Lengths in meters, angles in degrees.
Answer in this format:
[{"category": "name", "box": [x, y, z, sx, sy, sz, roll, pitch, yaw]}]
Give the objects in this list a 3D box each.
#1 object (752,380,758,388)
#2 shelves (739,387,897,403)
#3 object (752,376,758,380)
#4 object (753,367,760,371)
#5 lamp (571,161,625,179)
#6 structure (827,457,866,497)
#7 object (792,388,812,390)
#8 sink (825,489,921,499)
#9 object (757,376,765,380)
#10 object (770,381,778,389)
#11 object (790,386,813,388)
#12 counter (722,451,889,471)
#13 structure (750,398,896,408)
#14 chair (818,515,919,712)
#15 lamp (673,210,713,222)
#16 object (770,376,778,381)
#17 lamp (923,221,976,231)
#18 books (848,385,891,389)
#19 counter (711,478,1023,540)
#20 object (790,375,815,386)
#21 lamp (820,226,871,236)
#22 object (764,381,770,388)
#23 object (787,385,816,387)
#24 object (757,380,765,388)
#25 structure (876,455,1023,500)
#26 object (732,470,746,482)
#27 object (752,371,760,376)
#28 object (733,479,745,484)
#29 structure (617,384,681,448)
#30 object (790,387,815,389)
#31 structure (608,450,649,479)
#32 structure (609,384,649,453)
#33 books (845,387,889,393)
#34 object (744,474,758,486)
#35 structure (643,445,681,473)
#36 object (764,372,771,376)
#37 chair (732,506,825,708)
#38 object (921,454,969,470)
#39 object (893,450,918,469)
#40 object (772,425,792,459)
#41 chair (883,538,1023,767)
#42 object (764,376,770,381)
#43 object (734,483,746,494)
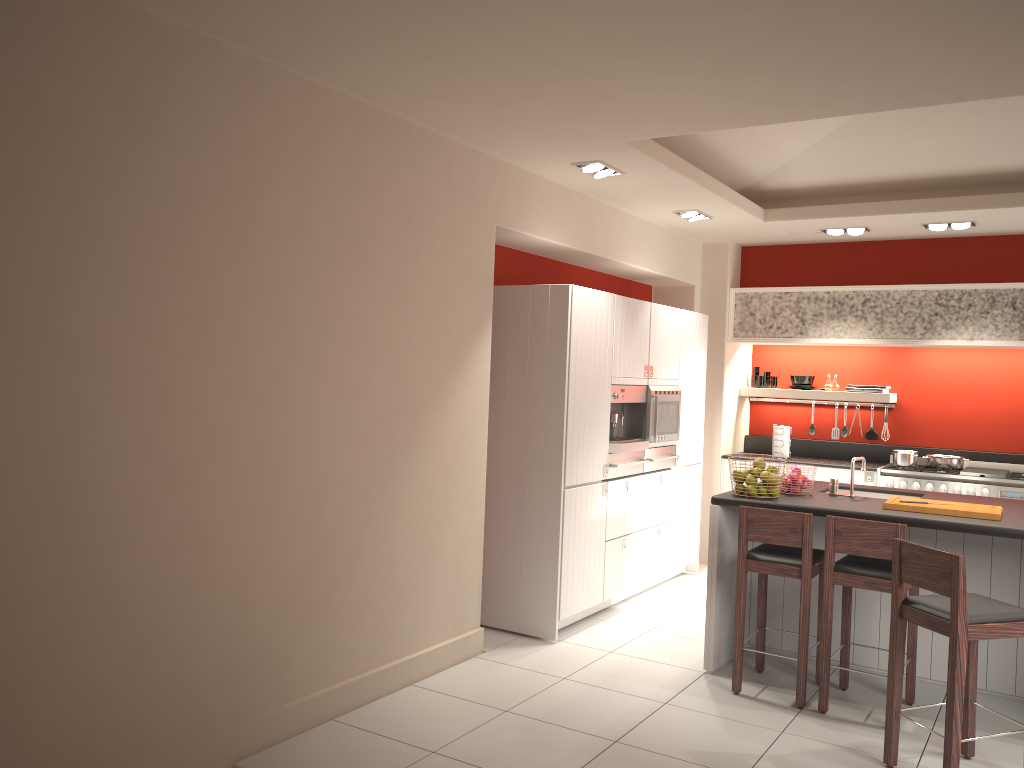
[{"category": "object", "box": [2.412, 0.000, 8.783, 0.070, 0.076, 0.070, 2, 0, 3]}, {"category": "shelves", "box": [2.885, 0.103, 8.428, 1.379, 0.083, 0.376, 3, 1, 32]}, {"category": "object", "box": [2.413, -0.044, 8.783, 0.070, 0.076, 0.070, 2, 0, 3]}, {"category": "object", "box": [2.417, -0.132, 8.782, 0.070, 0.076, 0.070, 2, 0, 3]}, {"category": "lamp", "box": [0.544, -1.365, 5.579, 0.199, 0.103, 0.361, 3, 1, 32]}, {"category": "structure", "box": [2.058, 0.570, 5.456, 0.183, 0.249, 0.224, 3, 1, 32]}, {"category": "object", "box": [2.785, 0.049, 8.517, 0.280, 0.016, 0.280, 3, 1, 31]}, {"category": "sink", "box": [2.254, 0.835, 5.575, 0.567, 0.258, 0.516, 3, 1, 32]}, {"category": "object", "box": [2.413, -0.042, 8.599, 0.070, 0.076, 0.070, 2, 0, 3]}, {"category": "object", "box": [2.533, 0.007, 8.582, 0.070, 0.076, 0.070, 2, 0, 3]}, {"category": "object", "box": [2.786, 0.032, 8.517, 0.280, 0.016, 0.280, 3, 1, 31]}, {"category": "counter", "box": [2.709, 0.706, 8.174, 1.360, 0.026, 0.699, 3, 1, 32]}, {"category": "structure", "box": [2.974, 0.178, 8.560, 1.355, 0.034, 0.054, 3, 1, 32]}, {"category": "chair", "box": [1.890, 1.194, 4.667, 0.383, 1.008, 0.474, 2, 0, 34]}, {"category": "lamp", "box": [1.427, -1.337, 6.993, 0.199, 0.084, 0.361, 3, 1, 32]}, {"category": "object", "box": [2.535, -0.037, 8.582, 0.070, 0.076, 0.070, 2, 0, 3]}, {"category": "lamp", "box": [3.440, -1.267, 6.975, 0.361, 0.104, 0.199, 3, 1, 32]}, {"category": "books", "box": [3.291, 0.025, 8.165, 0.332, 0.026, 0.207, 3, 1, 32]}, {"category": "counter", "box": [2.393, 0.719, 5.203, 2.054, 0.050, 1.415, 3, 1, 32]}, {"category": "object", "box": [2.788, -0.025, 8.517, 0.232, 0.108, 0.232, 2, 1, -17]}, {"category": "lamp", "box": [2.778, -1.296, 7.388, 0.361, 0.109, 0.199, 3, 1, 32]}, {"category": "object", "box": [2.506, 0.004, 8.724, 0.070, 0.076, 0.070, 2, 0, 3]}, {"category": "object", "box": [2.786, 0.027, 8.517, 0.280, 0.016, 0.280, 3, 1, 31]}, {"category": "object", "box": [2.412, 0.002, 8.599, 0.070, 0.076, 0.070, 2, 0, 3]}, {"category": "structure", "box": [3.793, 1.210, 7.435, 1.322, 1.085, 0.777, 3, 1, 32]}, {"category": "object", "box": [1.336, 0.541, 5.221, 0.077, 0.068, 0.076, 2, 1, 25]}, {"category": "object", "box": [2.415, -0.088, 8.783, 0.070, 0.076, 0.070, 2, 0, 3]}, {"category": "object", "box": [1.354, 0.562, 5.285, 0.076, 0.077, 0.076, 2, 0, -3]}, {"category": "structure", "box": [1.100, 0.246, 6.971, 0.332, 0.473, 0.610, 2, 1, 32]}, {"category": "object", "box": [2.785, 0.043, 8.517, 0.280, 0.016, 0.280, 3, 1, 31]}, {"category": "structure", "box": [0.824, 0.575, 6.399, 0.129, 0.177, 0.617, 2, 1, 32]}, {"category": "structure", "box": [0.704, 0.240, 6.480, 0.453, 0.470, 0.623, 3, 1, 32]}, {"category": "books", "box": [3.265, 0.058, 8.156, 0.331, 0.042, 0.207, 3, 1, 37]}, {"category": "object", "box": [1.401, 0.565, 5.197, 0.076, 0.077, 0.076, 2, 0, -3]}, {"category": "structure", "box": [1.158, 0.582, 6.934, 0.129, 0.177, 0.617, 2, 1, 32]}, {"category": "object", "box": [2.510, -0.084, 8.724, 0.070, 0.076, 0.070, 2, 0, 3]}, {"category": "chair", "box": [1.499, 1.176, 4.911, 0.383, 1.008, 0.474, 2, 0, 32]}, {"category": "object", "box": [3.763, 0.678, 7.709, 0.309, 0.105, 0.309, 2, 1, -30]}, {"category": "object", "box": [3.359, 0.645, 7.580, 0.201, 0.148, 0.201, 2, 1, 25]}, {"category": "object", "box": [2.485, 0.532, 8.194, 0.168, 0.304, 0.163, 2, 0, -29]}, {"category": "chair", "box": [1.967, 1.206, 3.861, 0.474, 1.008, 0.383, 2, 0, -18]}, {"category": "object", "box": [2.508, -0.040, 8.724, 0.070, 0.076, 0.070, 2, 0, 3]}, {"category": "object", "box": [1.345, 0.616, 5.221, 0.068, 0.068, 0.068, 3, 1, 43]}]
